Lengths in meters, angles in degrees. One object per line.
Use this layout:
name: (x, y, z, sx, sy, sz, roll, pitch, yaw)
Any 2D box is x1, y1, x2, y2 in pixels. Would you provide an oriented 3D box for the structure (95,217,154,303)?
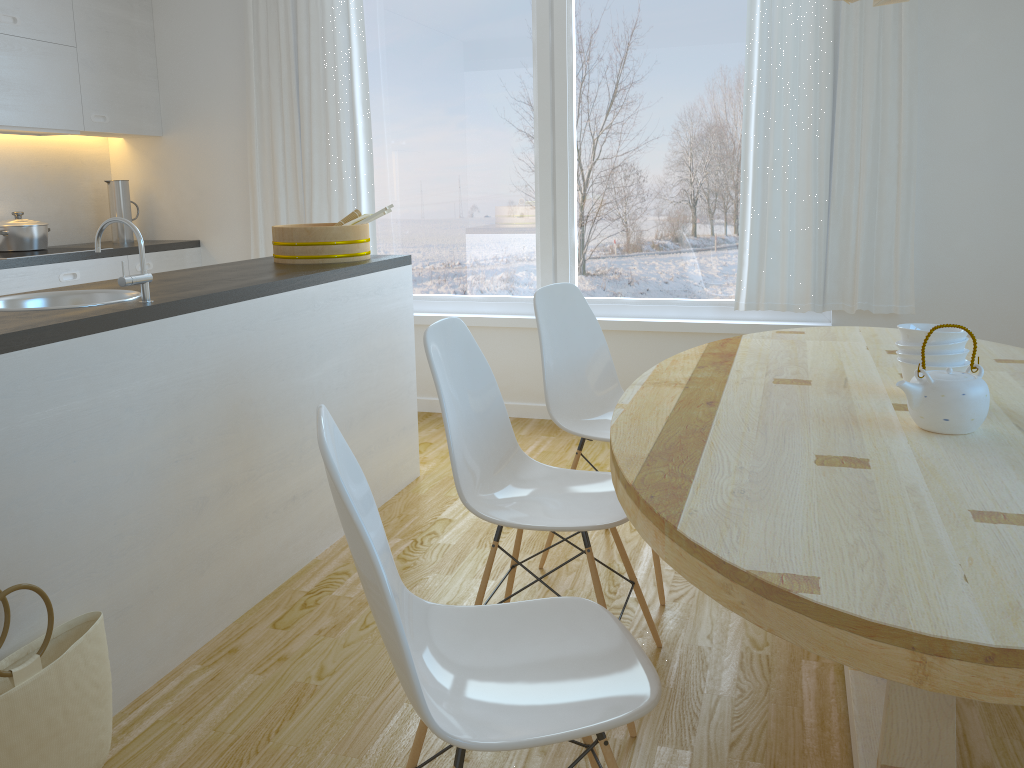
structure: (-1.004, -0.311, 2.229, 0.162, 0.213, 0.098, 2, 10, 18)

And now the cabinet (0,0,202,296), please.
cabinet: (-2.538, -0.798, 3.685, 0.481, 2.276, 3.235, 2, 12, 17)

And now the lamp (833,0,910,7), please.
lamp: (0.763, -1.344, 1.776, 0.647, 1.123, 0.645, 2, 10, 17)

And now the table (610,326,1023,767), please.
table: (0.853, 0.396, 2.029, 1.194, 0.717, 2.214, 2, 13, 16)

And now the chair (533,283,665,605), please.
chair: (0.354, 0.139, 2.836, 0.525, 0.892, 0.433, 6, 12, 37)

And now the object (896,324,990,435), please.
object: (0.846, -0.016, 1.749, 0.177, 0.209, 0.148, 2, 11, 17)

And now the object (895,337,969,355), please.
object: (0.955, -0.062, 2.020, 0.151, 0.095, 0.153, 7, 14, 34)

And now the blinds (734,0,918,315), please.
blinds: (1.412, -1.380, 3.929, 0.795, 2.138, 0.151, 2, 10, 18)

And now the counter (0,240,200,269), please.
counter: (-2.409, -0.618, 4.318, 0.600, 0.039, 2.022, 3, 13, 17)

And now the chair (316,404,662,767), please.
chair: (-0.019, 0.466, 1.409, 0.523, 0.892, 0.434, -3, 10, -12)

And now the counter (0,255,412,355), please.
counter: (-1.064, -0.269, 2.623, 0.601, 0.040, 2.426, 3, 13, 17)

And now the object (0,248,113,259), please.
object: (-2.411, -0.636, 4.320, 0.562, 0.013, 0.661, 3, 13, 17)

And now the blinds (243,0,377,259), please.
blinds: (-1.128, -1.504, 4.732, 0.795, 2.138, 0.151, 2, 10, 17)

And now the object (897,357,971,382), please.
object: (0.960, -0.014, 2.023, 0.152, 0.082, 0.153, -9, 14, -32)

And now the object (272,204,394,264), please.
object: (-0.734, -0.601, 3.510, 0.432, 0.212, 0.380, -13, 16, -43)

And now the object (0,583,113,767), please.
object: (-0.500, 0.608, 1.749, 1.189, 0.496, 0.476, -2, 11, -4)

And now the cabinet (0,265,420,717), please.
cabinet: (-1.054, 0.195, 2.699, 0.601, 0.900, 2.426, 2, 13, 17)

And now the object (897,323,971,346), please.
object: (0.957, -0.089, 2.016, 0.153, 0.086, 0.152, -12, 16, -43)

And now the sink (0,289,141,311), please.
sink: (-1.190, -0.150, 2.346, 0.405, 0.155, 0.407, -8, 14, -30)

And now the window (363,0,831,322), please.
window: (0.221, -1.305, 4.537, 2.728, 1.899, 0.089, 2, 10, 18)

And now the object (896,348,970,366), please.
object: (0.958, -0.038, 2.022, 0.152, 0.092, 0.152, -9, 14, -32)
